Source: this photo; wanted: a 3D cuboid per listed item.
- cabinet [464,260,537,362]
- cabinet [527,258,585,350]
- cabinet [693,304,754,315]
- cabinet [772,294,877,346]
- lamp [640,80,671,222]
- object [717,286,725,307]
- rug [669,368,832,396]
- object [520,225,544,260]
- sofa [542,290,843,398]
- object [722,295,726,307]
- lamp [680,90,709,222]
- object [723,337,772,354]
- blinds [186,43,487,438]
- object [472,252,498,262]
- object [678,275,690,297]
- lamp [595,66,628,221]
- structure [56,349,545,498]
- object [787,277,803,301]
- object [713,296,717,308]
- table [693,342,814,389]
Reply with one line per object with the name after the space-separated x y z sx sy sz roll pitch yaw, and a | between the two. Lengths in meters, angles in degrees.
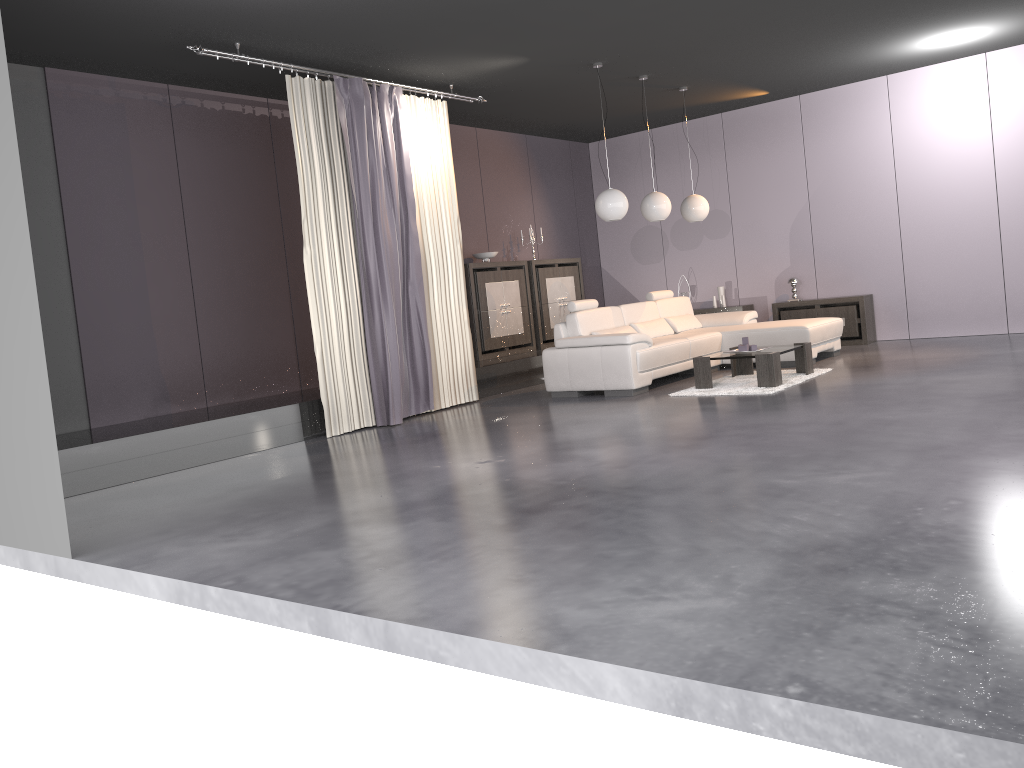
-0.212 -0.851 10.170 0.411 1.072 1.077 -4 5 38 | cabinet
0.492 -1.013 11.091 0.411 1.072 1.077 -4 5 38 | cabinet
2.536 -0.691 11.356 1.071 0.553 0.379 -2 5 38 | cabinet
3.678 -0.729 10.472 1.071 0.553 0.379 -2 5 38 | cabinet
1.380 -2.335 8.845 0.306 1.412 0.308 -4 4 41 | lamp
2.671 -1.111 11.289 0.089 0.263 0.089 -6 3 -1 | object
2.089 -0.022 7.637 0.915 0.023 1.533 -2 7 38 | rug
0.250 -1.731 10.867 0.230 0.445 0.229 -8 4 -35 | object
1.846 -0.514 8.640 1.866 0.856 2.874 -2 6 38 | sofa
2.672 -1.045 11.185 0.051 0.152 0.051 -5 3 16 | object
1.916 -2.459 9.551 0.306 1.412 0.308 -4 4 41 | lamp
2.001 -0.336 7.536 0.304 0.136 0.305 -2 7 42 | object
-1.083 -1.168 7.435 0.248 2.989 3.303 -4 4 38 | blinds
-0.302 -1.440 10.164 0.309 0.116 0.309 -8 5 -18 | object
2.239 -1.189 11.518 0.123 0.464 0.108 -4 4 39 | object
0.862 -2.216 8.169 0.307 1.412 0.307 -6 3 5 | lamp
-1.258 0.129 8.305 0.999 0.300 8.811 -2 7 38 | structure
3.399 -1.146 10.668 0.140 0.283 0.141 -4 4 38 | object
2.577 -1.042 11.259 0.051 0.152 0.051 -5 3 16 | object
2.090 -0.161 7.636 0.700 0.270 0.909 -2 6 38 | table
